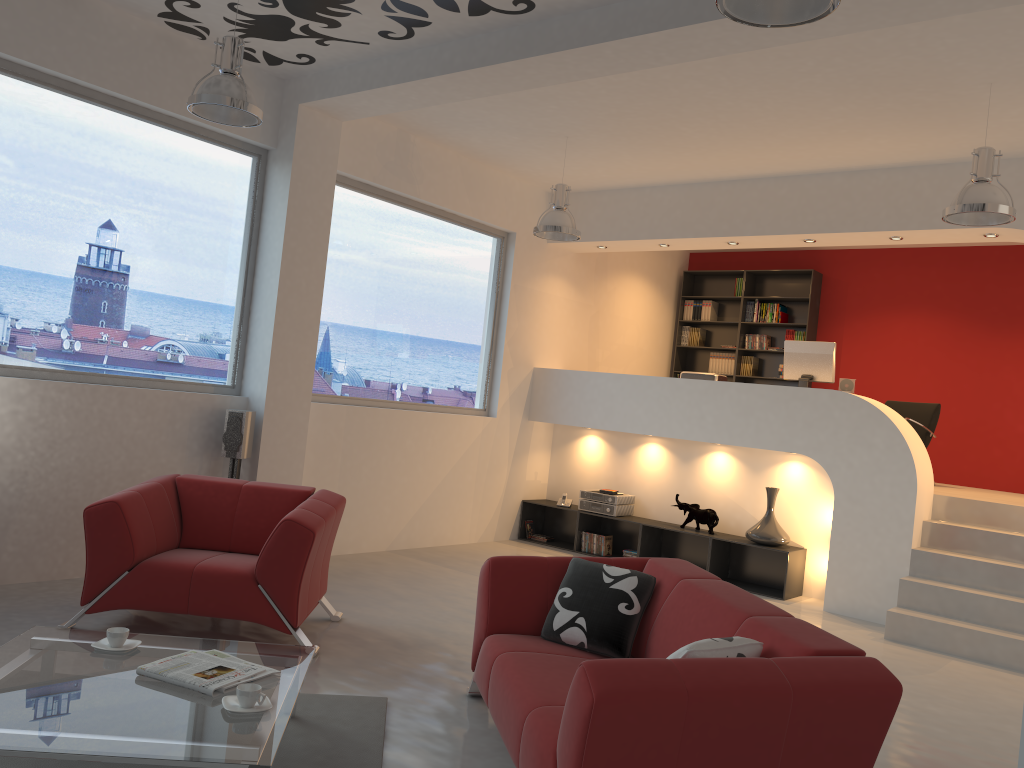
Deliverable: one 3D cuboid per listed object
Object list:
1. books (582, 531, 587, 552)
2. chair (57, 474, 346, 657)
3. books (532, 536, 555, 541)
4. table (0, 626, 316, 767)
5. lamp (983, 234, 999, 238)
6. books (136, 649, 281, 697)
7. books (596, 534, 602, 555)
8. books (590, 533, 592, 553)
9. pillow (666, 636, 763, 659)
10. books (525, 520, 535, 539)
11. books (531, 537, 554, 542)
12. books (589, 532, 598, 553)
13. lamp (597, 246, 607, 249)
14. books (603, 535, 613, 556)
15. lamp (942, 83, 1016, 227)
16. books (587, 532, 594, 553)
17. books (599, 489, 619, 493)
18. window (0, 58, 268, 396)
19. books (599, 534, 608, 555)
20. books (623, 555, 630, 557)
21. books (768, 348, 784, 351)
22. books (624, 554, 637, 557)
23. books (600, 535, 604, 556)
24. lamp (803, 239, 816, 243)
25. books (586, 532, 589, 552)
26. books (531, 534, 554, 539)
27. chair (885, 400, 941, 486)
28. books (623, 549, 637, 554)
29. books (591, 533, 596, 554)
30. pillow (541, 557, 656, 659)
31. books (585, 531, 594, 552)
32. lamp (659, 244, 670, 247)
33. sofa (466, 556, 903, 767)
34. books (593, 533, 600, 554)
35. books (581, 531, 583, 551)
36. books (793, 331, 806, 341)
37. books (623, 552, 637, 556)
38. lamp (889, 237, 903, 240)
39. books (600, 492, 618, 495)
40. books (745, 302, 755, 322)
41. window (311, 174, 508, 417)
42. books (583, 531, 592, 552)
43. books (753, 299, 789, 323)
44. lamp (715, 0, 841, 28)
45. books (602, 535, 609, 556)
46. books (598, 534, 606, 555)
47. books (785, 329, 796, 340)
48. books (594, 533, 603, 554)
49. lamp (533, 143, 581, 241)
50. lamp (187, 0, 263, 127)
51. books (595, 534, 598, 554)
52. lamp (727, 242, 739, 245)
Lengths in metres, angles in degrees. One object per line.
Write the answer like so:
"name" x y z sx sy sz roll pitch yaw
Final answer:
"books" 0.723 1.518 8.567 0.031 0.190 0.135 5 -1 39
"chair" -1.587 0.933 4.831 1.288 0.738 0.951 6 -1 -1
"books" 0.316 1.555 8.951 0.190 0.015 0.135 5 -1 39
"table" -1.291 1.148 2.975 1.097 0.286 1.162 6 -1 -6
"lamp" 3.602 -1.114 6.666 0.105 0.011 0.105 6 -1 27
"books" -1.074 1.014 3.129 0.367 0.035 0.345 6 -1 29
"books" 0.852 1.530 8.464 0.031 0.190 0.135 5 -1 39
"books" 0.793 1.525 8.511 0.031 0.190 0.135 5 -1 39
"pillow" 0.558 0.945 2.769 0.402 0.343 0.288 7 -2 -44
"books" 0.185 1.475 8.999 0.063 0.187 0.135 5 -1 39
"books" 0.310 1.570 8.954 0.190 0.015 0.135 5 -1 39
"books" 0.782 1.524 8.520 0.031 0.190 0.135 5 -1 39
"lamp" 0.896 -1.361 8.842 0.105 0.011 0.105 5 -2 42
"books" 0.910 1.535 8.417 0.031 0.190 0.135 5 -1 39
"lamp" 2.734 -1.349 5.129 0.379 0.800 0.379 6 -1 10
"books" 0.770 1.523 8.530 0.031 0.190 0.135 5 -1 39
"books" 0.932 1.029 8.522 0.135 0.015 0.190 6 -1 24
"window" -2.650 -0.908 5.525 0.100 1.800 2.400 5 -1 39
"books" 0.875 1.532 8.445 0.031 0.190 0.135 5 -1 39
"books" 1.151 1.616 8.281 0.190 0.015 0.135 5 -2 44
"books" 3.113 -0.396 10.368 0.190 0.015 0.135 5 -1 39
"books" 1.158 1.602 8.277 0.190 0.015 0.135 5 -1 39
"books" 0.887 1.533 8.436 0.031 0.190 0.135 5 -1 39
"lamp" 2.529 -1.212 7.529 0.105 0.011 0.105 6 -1 27
"books" 0.758 1.521 8.539 0.031 0.190 0.135 5 -1 39
"books" 0.305 1.539 8.962 0.190 0.015 0.135 5 -1 39
"chair" 3.654 0.536 8.640 0.768 0.795 0.664 7 -1 -31
"books" 1.150 1.571 8.287 0.190 0.015 0.135 5 -1 34
"books" 0.805 1.526 8.501 0.031 0.190 0.135 5 -1 39
"pillow" 0.367 0.944 3.748 0.402 0.343 0.288 5 -1 31
"books" 0.747 1.520 8.548 0.031 0.190 0.135 5 -1 39
"lamp" 1.440 -1.311 8.404 0.105 0.011 0.105 6 -1 27
"sofa" 0.437 1.120 3.270 0.951 0.738 1.929 6 -1 -11
"books" 0.817 1.527 8.492 0.031 0.190 0.135 5 -1 39
"books" 0.712 1.517 8.577 0.031 0.190 0.135 5 -1 39
"books" 3.332 -0.474 10.191 0.146 0.240 0.170 5 -1 39
"books" 1.152 1.586 8.275 0.190 0.015 0.135 5 -1 39
"lamp" 3.073 -1.162 7.091 0.105 0.011 0.105 6 -1 27
"books" 0.928 1.044 8.512 0.135 0.015 0.190 6 -1 19
"books" 2.875 -0.842 10.594 0.090 0.256 0.181 5 -1 39
"window" -0.914 -0.678 7.710 0.100 1.800 2.400 5 -1 39
"books" 0.735 1.519 8.558 0.031 0.190 0.135 5 -1 39
"books" 3.046 -0.842 10.428 0.341 0.286 0.231 5 -1 39
"lamp" 0.874 -1.595 2.788 0.379 0.800 0.379 5 -1 32
"books" 0.898 1.534 8.426 0.031 0.190 0.135 5 -1 39
"books" 0.863 1.531 8.455 0.031 0.190 0.135 5 -1 39
"books" 3.240 -0.491 10.267 0.090 0.256 0.181 5 -1 39
"books" 0.828 1.528 8.483 0.031 0.190 0.135 5 -1 39
"lamp" 0.395 -1.562 7.010 0.379 0.800 0.379 6 -1 10
"lamp" -1.465 -1.809 4.670 0.379 0.800 0.379 7 -1 -22
"books" 0.840 1.529 8.473 0.031 0.190 0.135 5 -1 39
"lamp" 1.985 -1.262 7.967 0.105 0.011 0.105 6 -1 27
